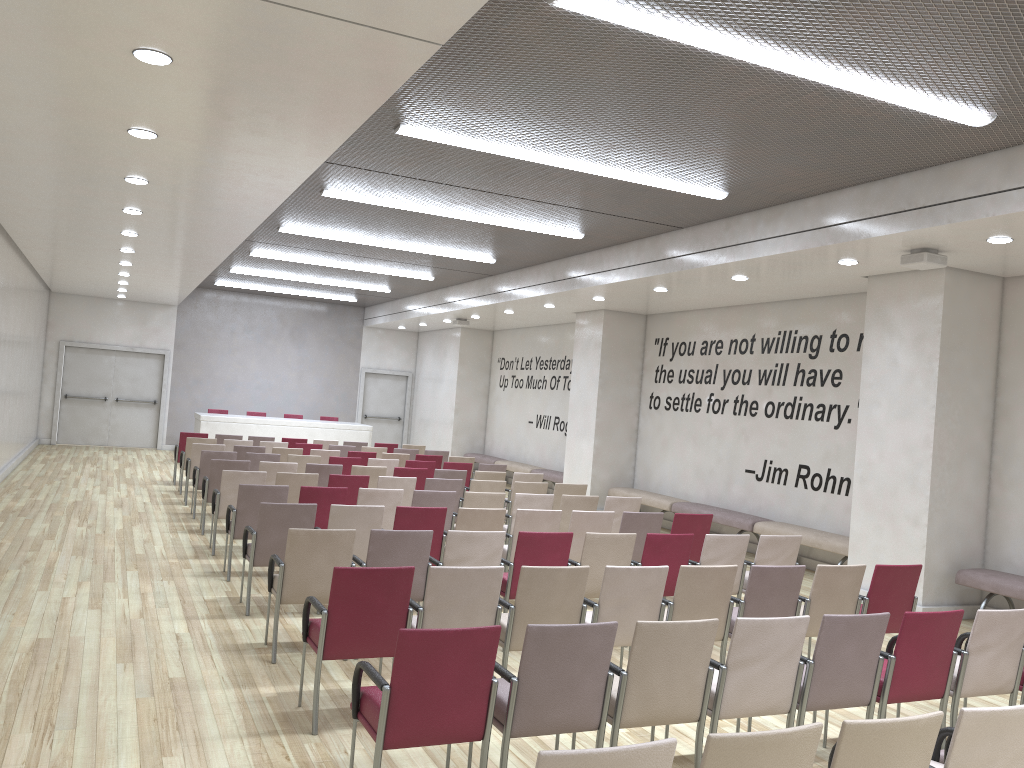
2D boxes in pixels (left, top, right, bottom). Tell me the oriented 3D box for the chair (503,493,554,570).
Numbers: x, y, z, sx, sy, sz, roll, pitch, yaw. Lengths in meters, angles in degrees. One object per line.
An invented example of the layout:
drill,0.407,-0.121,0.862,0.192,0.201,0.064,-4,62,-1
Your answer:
chair,0.091,1.580,9.471,0.513,0.890,0.640,5,-1,-23

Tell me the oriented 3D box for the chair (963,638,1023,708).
chair,3.116,1.738,5.426,0.513,0.890,0.640,5,-1,-25

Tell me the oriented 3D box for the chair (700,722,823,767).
chair,0.623,1.488,2.959,0.513,0.890,0.640,5,-1,-25

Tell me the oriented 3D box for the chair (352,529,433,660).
chair,-0.900,1.436,6.323,0.513,0.890,0.640,5,-1,-24

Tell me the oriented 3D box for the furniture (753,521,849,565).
furniture,3.704,2.065,10.812,0.530,0.550,1.833,5,-1,-24

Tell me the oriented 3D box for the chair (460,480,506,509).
chair,-0.423,1.562,10.593,0.513,0.890,0.640,5,-1,-25

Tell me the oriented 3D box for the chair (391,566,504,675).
chair,-0.399,1.453,5.194,0.513,0.890,0.640,5,-1,-24

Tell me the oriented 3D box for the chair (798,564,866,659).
chair,2.107,1.676,6.334,0.513,0.890,0.640,5,-1,-25

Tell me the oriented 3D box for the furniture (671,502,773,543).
furniture,2.942,2.039,12.502,0.530,0.550,1.833,5,-1,-24

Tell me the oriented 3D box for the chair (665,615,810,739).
chair,1.110,1.559,4.528,0.513,0.890,0.640,5,-1,-24

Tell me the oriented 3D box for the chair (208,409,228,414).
chair,-6.668,1.033,20.117,0.513,0.890,0.640,5,-1,-25

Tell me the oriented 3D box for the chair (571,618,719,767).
chair,0.611,1.515,4.303,0.513,0.890,0.640,5,-1,-24

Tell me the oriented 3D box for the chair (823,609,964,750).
chair,2.100,1.648,4.984,0.513,0.890,0.640,5,-1,-25

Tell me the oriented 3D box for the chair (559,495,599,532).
chair,0.581,1.624,9.693,0.513,0.890,0.640,5,-1,-24

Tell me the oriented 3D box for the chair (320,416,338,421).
chair,-4.330,1.241,21.175,0.513,0.890,0.640,5,-1,-25

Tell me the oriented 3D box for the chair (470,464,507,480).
chair,-0.433,1.617,13.280,0.513,0.890,0.640,5,-1,-25

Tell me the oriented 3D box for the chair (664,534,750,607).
chair,1.598,1.659,7.452,0.513,0.890,0.640,5,-1,-25

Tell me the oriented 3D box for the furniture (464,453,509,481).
furniture,-0.589,1.919,20.326,0.530,0.550,1.833,5,-1,-24

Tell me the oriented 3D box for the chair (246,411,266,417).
chair,-5.888,1.102,20.469,0.513,0.890,0.640,5,-1,-25

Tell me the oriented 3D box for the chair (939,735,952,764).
chair,2.114,1.621,3.623,0.513,0.890,0.640,5,-1,-25

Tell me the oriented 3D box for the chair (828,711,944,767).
chair,1.110,1.531,3.177,0.513,0.890,0.640,5,-1,-24

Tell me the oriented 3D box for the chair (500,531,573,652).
chair,0.104,1.525,6.773,0.513,0.890,0.640,5,-1,-23

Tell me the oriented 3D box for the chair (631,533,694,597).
chair,1.094,1.614,7.223,0.513,0.890,0.640,5,-1,-25

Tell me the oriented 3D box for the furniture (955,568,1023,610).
furniture,4.950,2.107,8.052,0.530,0.550,1.833,5,-1,-24

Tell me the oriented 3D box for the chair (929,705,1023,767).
chair,1.607,1.576,3.404,0.513,0.890,0.640,5,-1,-23

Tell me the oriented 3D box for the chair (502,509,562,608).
chair,0.096,1.553,8.127,0.513,0.890,0.640,5,-1,-24

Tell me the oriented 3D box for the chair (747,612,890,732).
chair,1.600,1.603,4.754,0.513,0.890,0.640,5,-1,-24

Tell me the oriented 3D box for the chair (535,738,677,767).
chair,0.120,1.443,2.726,0.513,0.890,0.640,5,-1,-24

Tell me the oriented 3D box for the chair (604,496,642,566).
chair,1.074,1.668,9.912,0.513,0.890,0.640,5,-1,-24

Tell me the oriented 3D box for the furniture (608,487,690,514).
furniture,2.177,2.013,14.196,0.530,0.550,1.833,5,-1,-24

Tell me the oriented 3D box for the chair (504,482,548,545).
chair,0.078,1.607,10.803,0.513,0.890,0.640,5,-1,-25

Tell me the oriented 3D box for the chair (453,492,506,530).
chair,-0.421,1.534,9.229,0.513,0.890,0.640,5,-1,-24

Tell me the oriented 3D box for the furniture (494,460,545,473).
furniture,0.175,1.945,18.632,0.530,0.550,1.833,5,-1,-24

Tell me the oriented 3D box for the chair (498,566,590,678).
chair,0.107,1.498,5.418,0.513,0.890,0.640,5,-1,-24

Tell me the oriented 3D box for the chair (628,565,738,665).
chair,1.096,1.586,5.872,0.513,0.890,0.640,5,-1,-25

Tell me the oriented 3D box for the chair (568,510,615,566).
chair,0.591,1.597,8.339,0.513,0.890,0.640,5,-1,-24

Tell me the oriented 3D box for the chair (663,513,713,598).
chair,1.602,1.687,8.789,0.513,0.890,0.640,5,-1,-24

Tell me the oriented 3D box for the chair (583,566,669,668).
chair,0.615,1.543,5.642,0.513,0.890,0.640,5,-1,-23

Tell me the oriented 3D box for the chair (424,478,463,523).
chair,-0.918,1.518,10.356,0.513,0.890,0.640,5,-1,-24

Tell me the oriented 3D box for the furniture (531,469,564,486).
furniture,0.938,1.971,16.942,0.530,0.550,1.833,5,-1,-24

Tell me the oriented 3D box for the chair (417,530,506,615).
chair,-0.398,1.481,6.554,0.513,0.890,0.640,5,-1,-24

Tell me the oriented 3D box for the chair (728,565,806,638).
chair,1.609,1.631,6.093,0.513,0.890,0.640,5,-1,-24

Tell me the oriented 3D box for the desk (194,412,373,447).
desk,-5.083,1.300,19.622,3.652,1.042,1.456,5,-1,-24

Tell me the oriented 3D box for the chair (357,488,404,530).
chair,-1.409,1.447,8.797,0.513,0.890,0.640,5,-1,-24

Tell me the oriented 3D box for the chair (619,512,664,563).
chair,1.087,1.641,8.575,0.513,0.890,0.640,5,-1,-24

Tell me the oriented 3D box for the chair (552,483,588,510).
chair,0.572,1.651,11.044,0.513,0.890,0.640,5,-1,-25

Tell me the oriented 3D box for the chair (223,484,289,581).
chair,-2.409,1.357,8.339,0.513,0.890,0.640,5,-1,-24

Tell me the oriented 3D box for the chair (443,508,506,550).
chair,-0.407,1.508,7.887,0.513,0.890,0.640,5,-1,-25

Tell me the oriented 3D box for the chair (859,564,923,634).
chair,2.599,1.720,6.550,0.513,0.890,0.640,5,-1,-24

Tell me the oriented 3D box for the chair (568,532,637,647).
chair,0.604,1.570,6.994,0.513,0.890,0.640,5,-1,-24

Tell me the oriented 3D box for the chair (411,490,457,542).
chair,-0.909,1.491,9.004,0.513,0.890,0.640,5,-1,-24

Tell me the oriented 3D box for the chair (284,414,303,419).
chair,-5.109,1.172,20.822,0.513,0.890,0.640,5,-1,-25

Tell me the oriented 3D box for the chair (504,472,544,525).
chair,0.070,1.634,12.157,0.513,0.890,0.640,5,-1,-25

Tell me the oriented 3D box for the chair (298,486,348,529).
chair,-1.912,1.402,8.565,0.513,0.890,0.640,5,-1,-25

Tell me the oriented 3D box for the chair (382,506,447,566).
chair,-0.902,1.463,7.655,0.513,0.890,0.640,5,-1,-24

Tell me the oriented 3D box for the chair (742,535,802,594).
chair,2.100,1.703,7.675,0.513,0.890,0.640,5,-1,-25

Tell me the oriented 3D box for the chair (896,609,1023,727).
chair,2.604,1.692,5.199,0.513,0.890,0.640,5,-1,-24
